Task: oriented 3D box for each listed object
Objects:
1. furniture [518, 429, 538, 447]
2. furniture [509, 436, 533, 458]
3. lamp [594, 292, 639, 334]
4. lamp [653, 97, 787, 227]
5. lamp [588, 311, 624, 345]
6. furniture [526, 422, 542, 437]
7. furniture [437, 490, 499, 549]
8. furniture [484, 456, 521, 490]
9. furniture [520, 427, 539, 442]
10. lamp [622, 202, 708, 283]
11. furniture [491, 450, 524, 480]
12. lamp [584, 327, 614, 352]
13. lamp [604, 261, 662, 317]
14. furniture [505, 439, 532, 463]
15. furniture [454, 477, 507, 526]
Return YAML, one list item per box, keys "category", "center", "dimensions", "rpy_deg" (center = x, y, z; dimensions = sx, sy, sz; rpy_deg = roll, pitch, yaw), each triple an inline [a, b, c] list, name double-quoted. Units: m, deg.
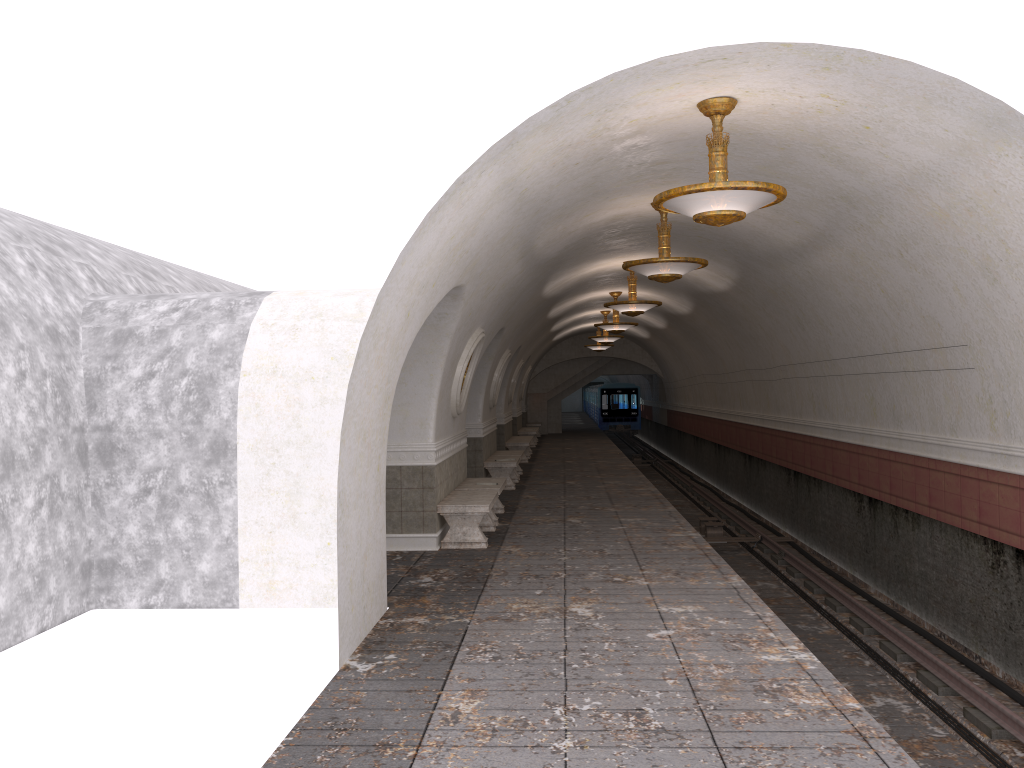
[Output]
- category: "furniture"
  center: [0.520, 1.768, 28.904]
  dimensions: [0.613, 0.508, 1.509]
  rpy_deg: [-1, 0, 3]
- category: "furniture"
  center: [0.273, 1.740, 24.630]
  dimensions: [0.613, 0.508, 1.509]
  rpy_deg: [-1, 0, 3]
- category: "lamp"
  center: [2.366, -1.605, 20.184]
  dimensions: [1.008, 0.955, 1.008]
  rpy_deg: [-1, 0, 19]
- category: "lamp"
  center: [1.595, -1.693, 6.860]
  dimensions: [1.008, 0.955, 1.008]
  rpy_deg: [-1, -1, -41]
- category: "lamp"
  center: [2.644, -1.574, 25.004]
  dimensions: [1.008, 0.955, 1.008]
  rpy_deg: [-1, 0, 19]
- category: "furniture"
  center: [0.884, 1.809, 35.196]
  dimensions: [0.613, 0.508, 1.509]
  rpy_deg: [-1, 0, 3]
- category: "furniture"
  center: [-0.518, 1.651, 10.942]
  dimensions: [0.613, 0.508, 1.509]
  rpy_deg: [-1, 0, 3]
- category: "furniture"
  center: [-0.172, 1.690, 16.941]
  dimensions: [0.613, 0.508, 1.509]
  rpy_deg: [-1, 0, 3]
- category: "furniture"
  center: [0.617, 1.779, 30.583]
  dimensions: [0.613, 0.508, 1.509]
  rpy_deg: [-1, 0, 3]
- category: "lamp"
  center: [1.806, -1.669, 10.508]
  dimensions: [1.008, 0.955, 1.008]
  rpy_deg: [-1, 0, -13]
- category: "furniture"
  center: [-0.074, 1.701, 18.619]
  dimensions: [0.613, 0.508, 1.509]
  rpy_deg: [-1, 0, 3]
- category: "lamp"
  center: [2.923, -1.542, 29.826]
  dimensions: [1.008, 0.955, 1.008]
  rpy_deg: [-1, -1, -41]
- category: "lamp"
  center: [2.087, -1.637, 15.362]
  dimensions: [1.008, 0.955, 1.008]
  rpy_deg: [-1, 0, -13]
- category: "furniture"
  center: [0.176, 1.729, 22.951]
  dimensions: [0.613, 0.508, 1.509]
  rpy_deg: [-1, 0, 3]
- category: "furniture"
  center: [-0.421, 1.662, 12.621]
  dimensions: [0.613, 0.508, 1.509]
  rpy_deg: [-1, 0, 3]
